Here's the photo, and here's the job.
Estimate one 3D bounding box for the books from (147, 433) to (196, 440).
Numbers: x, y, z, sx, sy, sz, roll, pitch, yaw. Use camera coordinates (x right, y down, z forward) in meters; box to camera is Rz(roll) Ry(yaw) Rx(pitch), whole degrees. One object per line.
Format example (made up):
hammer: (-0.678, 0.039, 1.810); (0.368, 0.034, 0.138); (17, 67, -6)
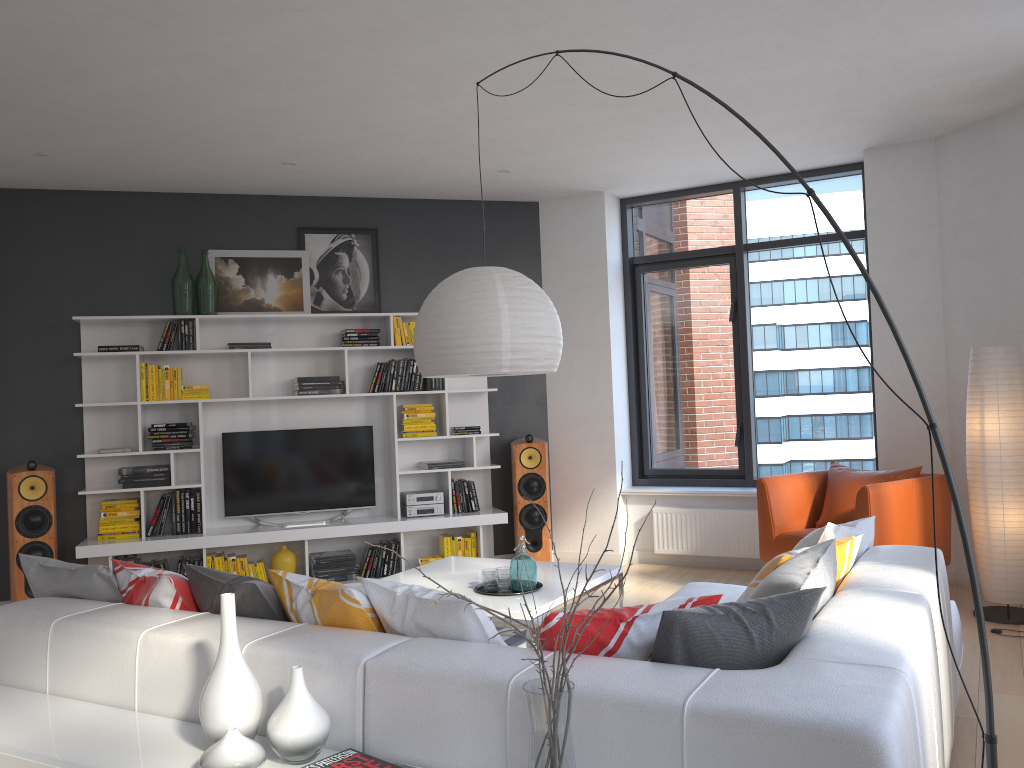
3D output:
books: (-2.443, 0.373, 6.372); (0.284, 0.030, 0.214); (-2, -1, -8)

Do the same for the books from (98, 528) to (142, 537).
books: (-2.762, 1.043, 6.272); (0.269, 0.025, 0.213); (-2, -1, -14)

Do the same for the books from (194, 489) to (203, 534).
books: (-2.261, 0.919, 6.416); (0.051, 0.297, 0.230); (-2, -1, -17)

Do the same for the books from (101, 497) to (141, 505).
books: (-2.778, 0.835, 6.312); (0.234, 0.024, 0.171); (-2, -1, -12)

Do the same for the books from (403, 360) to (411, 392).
books: (-0.820, -0.057, 6.829); (0.069, 0.242, 0.172); (-2, -1, -16)

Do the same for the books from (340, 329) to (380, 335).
books: (-1.165, -0.396, 6.790); (0.266, 0.030, 0.209); (-2, -1, -23)

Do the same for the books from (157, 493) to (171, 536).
books: (-2.483, 0.930, 6.344); (0.100, 0.289, 0.210); (-2, -1, -18)

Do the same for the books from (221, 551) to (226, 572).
books: (-2.051, 1.345, 6.346); (0.038, 0.267, 0.202); (-2, -1, -16)

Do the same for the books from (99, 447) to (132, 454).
books: (-2.797, 0.467, 6.257); (0.209, 0.030, 0.266); (-2, -1, -23)

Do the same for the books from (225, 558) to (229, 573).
books: (-2.028, 1.363, 6.334); (0.042, 0.230, 0.156); (-2, -1, -18)

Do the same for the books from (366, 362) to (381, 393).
books: (-1.059, -0.045, 6.783); (0.104, 0.234, 0.182); (-2, -1, -16)

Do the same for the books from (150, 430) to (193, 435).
books: (-2.446, 0.348, 6.375); (0.264, 0.020, 0.189); (-2, -1, -13)

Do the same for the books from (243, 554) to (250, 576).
books: (-1.907, 1.354, 6.395); (0.056, 0.235, 0.172); (-2, -1, -17)

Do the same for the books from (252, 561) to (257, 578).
books: (-1.846, 1.376, 6.381); (0.046, 0.187, 0.134); (-2, -1, -17)

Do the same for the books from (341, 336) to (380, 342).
books: (-1.167, -0.341, 6.803); (0.284, 0.030, 0.214); (-2, -1, -13)

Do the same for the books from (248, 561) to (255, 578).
books: (-1.868, 1.376, 6.382); (0.056, 0.188, 0.138); (-2, -1, -16)

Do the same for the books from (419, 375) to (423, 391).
books: (-0.712, -0.071, 6.888); (0.066, 0.260, 0.197); (-2, -1, -17)

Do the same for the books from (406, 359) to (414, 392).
books: (-0.806, -0.064, 6.861); (0.075, 0.254, 0.192); (-2, -1, -17)

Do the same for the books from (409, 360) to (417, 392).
books: (-0.777, -0.061, 6.855); (0.071, 0.243, 0.179); (-2, -1, -18)

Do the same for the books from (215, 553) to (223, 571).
books: (-2.081, 1.349, 6.339); (0.066, 0.258, 0.198); (-2, -1, -17)

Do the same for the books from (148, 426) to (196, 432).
books: (-2.448, 0.323, 6.396); (0.284, 0.030, 0.214); (-2, -1, -8)

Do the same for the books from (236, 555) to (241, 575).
books: (-1.952, 1.353, 6.352); (0.043, 0.240, 0.169); (-2, -1, -18)

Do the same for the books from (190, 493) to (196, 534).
books: (-2.298, 0.931, 6.403); (0.028, 0.272, 0.200); (-2, -1, -17)

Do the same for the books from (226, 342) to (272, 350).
books: (-1.945, -0.272, 6.542); (0.310, 0.047, 0.250); (-2, -1, -21)

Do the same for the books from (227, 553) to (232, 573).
books: (-2.009, 1.349, 6.345); (0.041, 0.252, 0.180); (-2, -1, -17)

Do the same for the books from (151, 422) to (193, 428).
books: (-2.441, 0.294, 6.371); (0.246, 0.026, 0.180); (-2, -1, -9)

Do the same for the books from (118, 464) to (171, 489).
books: (-2.617, 0.660, 6.339); (0.343, 0.137, 0.277); (-2, -1, -17)

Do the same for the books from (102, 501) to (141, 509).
books: (-2.760, 0.859, 6.292); (0.234, 0.024, 0.171); (-2, -1, -12)

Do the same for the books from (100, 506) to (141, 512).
books: (-2.768, 0.883, 6.293); (0.238, 0.023, 0.167); (-2, -1, -1)

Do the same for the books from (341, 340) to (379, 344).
books: (-1.164, -0.316, 6.783); (0.264, 0.020, 0.189); (-2, -1, -18)

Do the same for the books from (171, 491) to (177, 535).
books: (-2.420, 0.924, 6.365); (0.028, 0.301, 0.213); (-2, -1, -17)

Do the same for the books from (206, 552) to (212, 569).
books: (-2.145, 1.345, 6.292); (0.029, 0.270, 0.204); (-2, -1, -17)

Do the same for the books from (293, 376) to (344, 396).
books: (-1.463, 0.017, 6.697); (0.343, 0.137, 0.277); (-2, -1, -22)

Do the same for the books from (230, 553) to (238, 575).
books: (-1.988, 1.349, 6.362); (0.055, 0.252, 0.185); (-2, -1, -18)

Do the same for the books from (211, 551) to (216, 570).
books: (-2.114, 1.344, 6.323); (0.048, 0.271, 0.213); (-2, -1, -17)

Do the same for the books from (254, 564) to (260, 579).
books: (-1.824, 1.385, 6.374); (0.049, 0.169, 0.113); (-2, -1, -18)

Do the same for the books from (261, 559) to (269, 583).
books: (-1.784, 1.370, 6.412); (0.046, 0.193, 0.149); (-2, -1, -16)

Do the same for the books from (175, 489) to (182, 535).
books: (-2.392, 0.915, 6.379); (0.034, 0.314, 0.237); (-2, -1, -17)

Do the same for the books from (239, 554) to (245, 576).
books: (-1.935, 1.355, 6.377); (0.043, 0.235, 0.171); (-2, -1, -18)

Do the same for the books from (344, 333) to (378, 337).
books: (-1.158, -0.370, 6.779); (0.246, 0.026, 0.180); (-2, -1, -14)

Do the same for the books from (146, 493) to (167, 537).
books: (-2.537, 0.935, 6.347); (0.142, 0.284, 0.232); (-2, -1, -17)

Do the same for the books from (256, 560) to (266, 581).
books: (-1.804, 1.372, 6.396); (0.067, 0.193, 0.148); (-2, -1, -16)

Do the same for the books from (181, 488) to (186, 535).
books: (-2.362, 0.908, 6.392); (0.026, 0.326, 0.237); (-2, -1, -17)

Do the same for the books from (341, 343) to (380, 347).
books: (-1.160, -0.291, 6.780); (0.284, 0.030, 0.214); (-2, -1, -13)

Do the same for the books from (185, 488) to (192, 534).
books: (-2.333, 0.913, 6.400); (0.034, 0.315, 0.239); (-2, -1, -17)
